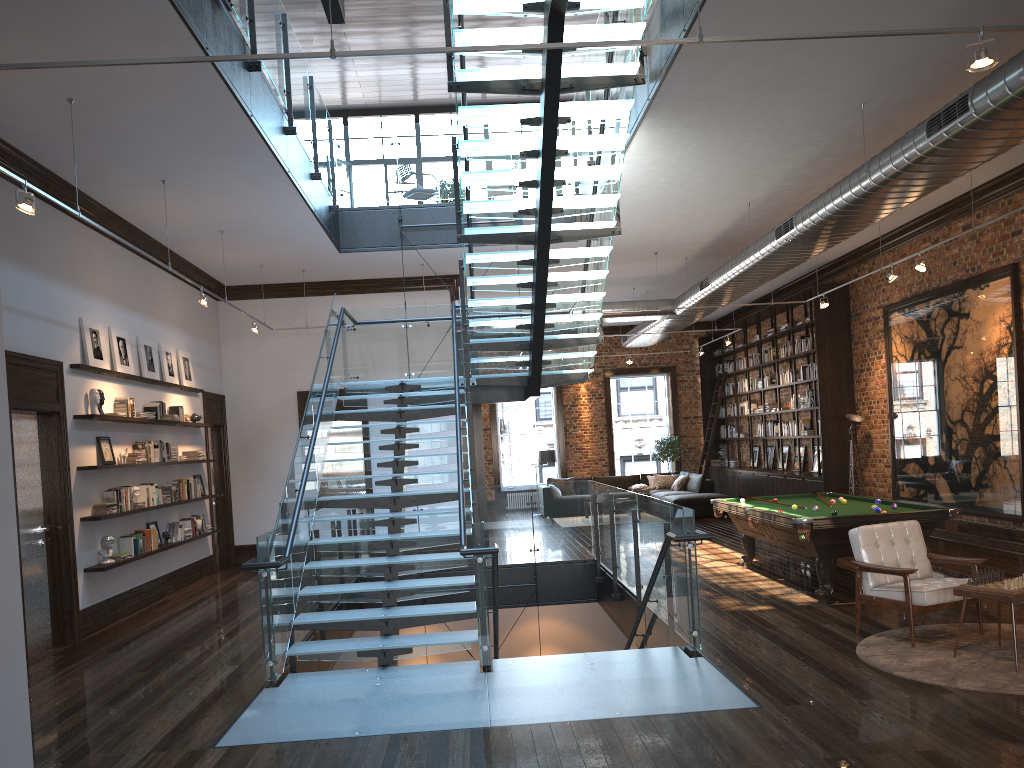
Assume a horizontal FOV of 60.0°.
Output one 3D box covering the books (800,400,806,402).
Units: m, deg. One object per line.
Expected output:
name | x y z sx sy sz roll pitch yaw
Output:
books | 5.499 0.312 16.514 0.159 0.012 0.351 -3 -4 -1

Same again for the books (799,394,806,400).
books | 5.496 0.332 16.719 0.137 0.267 0.034 -3 1 -3

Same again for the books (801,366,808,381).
books | 5.424 -0.199 16.230 0.245 0.266 0.038 -3 1 -3

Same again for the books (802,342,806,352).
books | 5.429 -0.673 16.261 0.190 0.202 0.027 -3 1 -3

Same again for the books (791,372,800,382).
books | 5.436 -0.123 16.972 0.182 0.219 0.050 -3 1 -3

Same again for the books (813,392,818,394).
books | 5.508 0.278 15.949 0.191 0.271 0.026 -3 1 -3

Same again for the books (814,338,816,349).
books | 5.456 -0.709 15.802 0.169 0.210 0.033 -3 1 -3

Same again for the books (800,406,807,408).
books | 5.501 0.422 16.521 0.161 0.012 0.315 -3 -4 -6

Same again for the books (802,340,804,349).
books | 5.430 -0.687 16.312 0.172 0.236 0.025 -3 1 -3

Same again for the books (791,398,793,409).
books | 5.464 0.378 17.025 0.187 0.219 0.016 -3 1 -3

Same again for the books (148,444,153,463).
books | -4.258 0.810 10.306 0.166 0.215 0.013 -3 1 -3

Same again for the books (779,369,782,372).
books | 5.406 -0.128 17.723 0.142 0.324 0.116 -3 0 -3

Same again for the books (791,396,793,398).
books | 5.467 0.358 17.063 0.174 0.265 0.026 -3 1 -3

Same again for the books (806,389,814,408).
books | 5.487 0.265 16.247 0.180 0.339 0.013 -3 1 -3

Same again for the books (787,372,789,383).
books | 5.423 -0.124 17.144 0.185 0.238 0.035 -3 1 -3

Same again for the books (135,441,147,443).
books | -4.288 0.791 10.281 0.137 0.254 0.033 -3 1 -3

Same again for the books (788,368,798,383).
books | 5.417 -0.152 17.077 0.183 0.285 0.034 -3 1 -3

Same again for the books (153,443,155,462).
books | -4.280 0.815 10.435 0.137 0.227 0.022 -3 1 -3

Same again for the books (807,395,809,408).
books | 5.500 0.314 16.223 0.179 0.237 0.036 -3 1 -3

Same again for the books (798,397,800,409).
books | 5.465 0.359 16.752 0.184 0.222 0.033 -3 1 -3

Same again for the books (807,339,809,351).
books | 5.437 -0.697 16.062 0.169 0.232 0.146 -3 0 -3

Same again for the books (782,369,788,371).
books | 5.408 -0.136 17.467 0.152 0.307 0.016 -3 1 -3

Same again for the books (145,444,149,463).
books | -4.263 0.805 10.205 0.153 0.212 0.005 -3 1 -3

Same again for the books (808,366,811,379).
books | 5.465 -0.201 16.056 0.189 0.240 0.016 -3 1 -3

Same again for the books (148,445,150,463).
books | -4.256 0.808 10.223 0.157 0.209 0.005 -3 1 -3

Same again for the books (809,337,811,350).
books | 5.449 -0.719 15.959 0.189 0.252 0.018 -3 1 -3

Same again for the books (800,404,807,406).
books | 5.503 0.385 16.520 0.161 0.012 0.313 -3 -4 -1

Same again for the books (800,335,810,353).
books | 5.420 -0.730 16.382 0.180 0.332 0.016 -3 1 -3

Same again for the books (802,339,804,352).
books | 5.428 -0.698 16.332 0.168 0.262 0.016 -3 1 -3

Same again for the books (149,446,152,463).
books | -4.257 0.819 10.259 0.160 0.191 0.006 -3 1 -3

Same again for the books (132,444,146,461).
books | -4.280 0.804 10.183 0.142 0.213 0.005 -3 1 -3

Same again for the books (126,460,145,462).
books | -4.258 0.873 10.027 0.142 0.011 0.257 -3 -4 -7

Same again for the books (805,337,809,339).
books | 5.454 -0.714 16.242 0.153 0.279 0.013 -3 1 -3

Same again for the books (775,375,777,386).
books | 5.377 -0.092 17.759 0.190 0.260 0.094 -3 0 -3

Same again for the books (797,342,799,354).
books | 5.415 -0.672 16.555 0.184 0.242 0.030 -3 1 -3

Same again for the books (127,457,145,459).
books | -4.264 0.841 10.026 0.142 0.011 0.256 -3 -4 -6

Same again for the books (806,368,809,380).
books | 5.457 -0.189 16.156 0.187 0.230 0.035 -3 1 -3

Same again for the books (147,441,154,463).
books | -4.276 0.798 10.368 0.167 0.252 0.022 -3 1 -3

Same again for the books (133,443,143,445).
books | -4.287 0.799 10.191 0.114 0.226 0.012 -3 1 -3

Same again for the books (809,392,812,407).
books | 5.506 0.286 16.153 0.167 0.282 0.072 -3 1 -3

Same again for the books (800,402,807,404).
books | 5.505 0.349 16.518 0.161 0.012 0.311 -3 -4 -3

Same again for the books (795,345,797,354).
books | 5.407 -0.638 16.612 0.189 0.182 0.025 -3 1 -3

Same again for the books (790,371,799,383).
books | 5.425 -0.129 17.000 0.171 0.238 0.058 -3 1 -3

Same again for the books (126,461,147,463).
books | -4.257 0.883 10.027 0.141 0.011 0.288 -3 -4 2

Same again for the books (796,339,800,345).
books | 5.421 -0.692 16.657 0.150 0.294 0.032 -3 1 -3

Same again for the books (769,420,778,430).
books | 5.432 0.916 18.397 0.182 0.336 0.015 -3 1 -3

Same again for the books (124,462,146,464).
books | -4.262 0.894 10.027 0.141 0.011 0.287 -3 -4 -1

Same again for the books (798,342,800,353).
books | 5.424 -0.670 16.526 0.168 0.231 0.028 -3 1 -3

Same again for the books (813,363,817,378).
books | 5.411 -0.239 15.607 0.189 0.263 0.030 -3 1 -3

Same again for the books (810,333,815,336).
books | 5.449 -0.756 15.926 0.165 0.321 0.008 -3 1 -3

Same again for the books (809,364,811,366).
books | 5.486 -0.221 16.093 0.162 0.283 0.056 -3 1 -3

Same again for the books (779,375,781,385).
books | 5.387 -0.075 17.633 0.223 0.209 0.064 -3 1 -3

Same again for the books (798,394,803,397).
books | 5.496 0.335 16.786 0.128 0.271 0.034 -3 1 -3

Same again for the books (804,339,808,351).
books | 5.441 -0.702 16.186 0.164 0.258 0.100 -3 0 -3

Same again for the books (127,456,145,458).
books | -4.262 0.830 10.026 0.142 0.011 0.257 -3 -4 -6

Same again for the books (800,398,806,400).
books | 5.497 0.276 16.514 0.161 0.012 0.313 -3 -4 -1

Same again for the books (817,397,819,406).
books | 5.521 0.314 15.815 0.166 0.179 0.033 -3 1 -3

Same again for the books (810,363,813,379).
books | 5.470 -0.235 15.958 0.180 0.295 0.025 -3 1 -3
